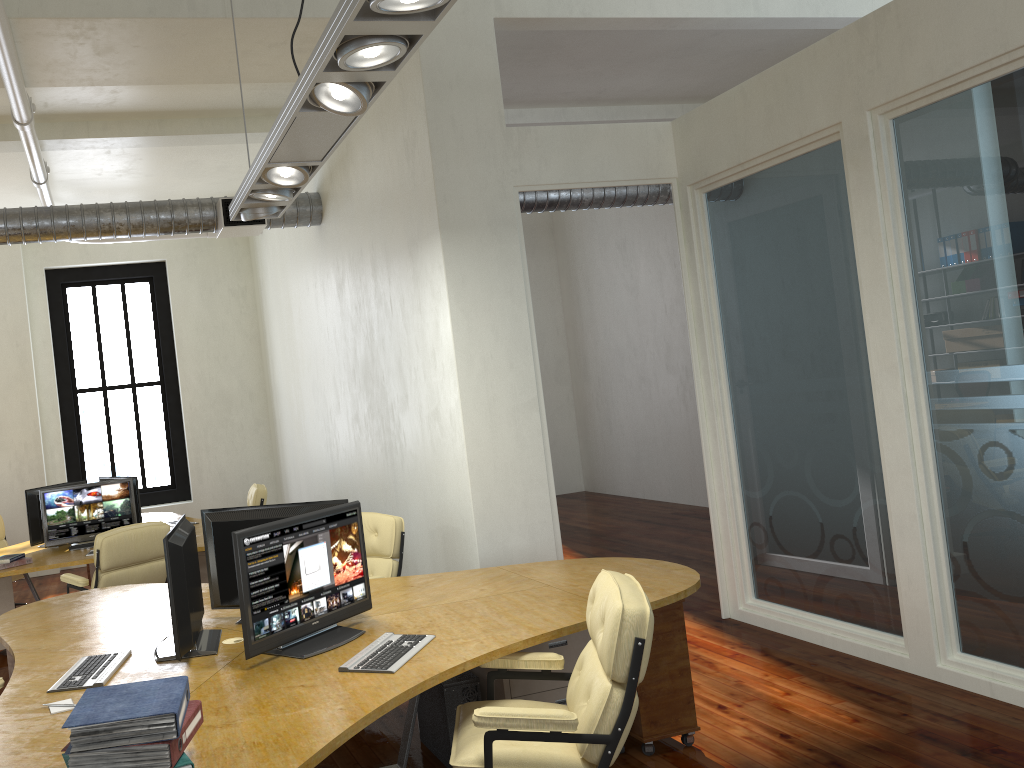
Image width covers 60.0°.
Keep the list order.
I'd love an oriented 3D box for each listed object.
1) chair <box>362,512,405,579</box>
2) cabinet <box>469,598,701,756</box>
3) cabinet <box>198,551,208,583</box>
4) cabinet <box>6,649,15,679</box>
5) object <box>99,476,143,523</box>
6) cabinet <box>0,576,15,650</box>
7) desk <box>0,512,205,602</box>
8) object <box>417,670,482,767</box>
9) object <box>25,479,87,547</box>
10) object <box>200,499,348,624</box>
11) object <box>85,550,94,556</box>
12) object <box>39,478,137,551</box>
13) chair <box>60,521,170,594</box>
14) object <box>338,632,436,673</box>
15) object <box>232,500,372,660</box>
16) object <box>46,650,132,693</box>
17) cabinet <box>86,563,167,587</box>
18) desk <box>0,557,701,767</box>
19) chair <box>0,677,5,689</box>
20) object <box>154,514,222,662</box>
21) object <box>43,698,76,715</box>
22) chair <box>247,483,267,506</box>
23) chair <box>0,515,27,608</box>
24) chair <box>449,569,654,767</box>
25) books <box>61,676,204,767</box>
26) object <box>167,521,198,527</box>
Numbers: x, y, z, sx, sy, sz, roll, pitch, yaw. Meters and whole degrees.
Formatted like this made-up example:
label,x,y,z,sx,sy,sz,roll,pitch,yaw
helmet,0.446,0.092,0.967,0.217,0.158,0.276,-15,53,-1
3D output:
label,x,y,z,sx,sy,sz,roll,pitch,yaw
chair,-1.094,1.369,5.624,0.788,1.021,0.704,-7,-1,40
cabinet,0.233,1.378,4.373,0.840,0.709,0.936,-6,0,-20
cabinet,-2.251,1.655,7.618,0.942,0.709,0.835,-7,0,15
cabinet,-2.270,1.662,5.078,0.978,0.709,0.799,-7,-1,40
object,-3.717,1.154,8.431,0.889,0.552,0.263,-7,-1,44
cabinet,-4.617,1.925,7.251,0.973,0.709,0.803,-7,-1,45
desk,-3.820,1.813,8.527,3.742,0.734,3.643,-7,0,-14
object,-0.314,1.590,4.327,0.169,0.411,0.509,-6,-1,-24
object,-4.244,1.214,8.314,0.311,0.552,0.754,-7,0,17
object,-1.152,0.869,4.386,0.858,0.552,0.273,-7,-1,18
object,-3.288,1.377,7.380,0.466,0.016,0.234,-7,0,-7
object,-3.741,1.158,7.857,0.755,0.552,0.310,-6,-1,-22
chair,-3.038,1.588,6.852,0.858,1.021,0.647,-7,-1,40
object,-0.489,1.066,3.535,0.245,0.016,0.444,-6,0,17
object,-0.874,0.839,3.820,0.319,0.552,0.732,-7,-1,34
object,-1.783,1.212,3.762,0.226,0.016,0.482,-7,0,-9
cabinet,-4.169,1.870,9.560,0.850,0.709,0.927,-6,0,-15
desk,-1.412,1.547,4.318,3.854,0.734,3.508,-6,0,41
chair,-2.559,1.539,3.766,0.815,1.021,0.687,-7,-1,10
object,-1.495,0.909,4.008,0.282,0.552,0.833,-6,0,-14
object,-1.695,1.205,3.323,0.101,0.015,0.146,-7,0,-33
chair,-2.847,1.562,9.048,0.749,1.021,0.747,-6,-1,-15
chair,-5.220,1.832,8.791,0.858,1.021,0.647,-7,-1,45
chair,0.128,1.234,3.215,0.802,1.021,0.698,-7,-1,5
books,-1.117,1.034,2.558,0.406,0.227,0.470,-6,0,-9
object,-3.293,1.375,8.754,0.208,0.016,0.522,-7,0,-41
